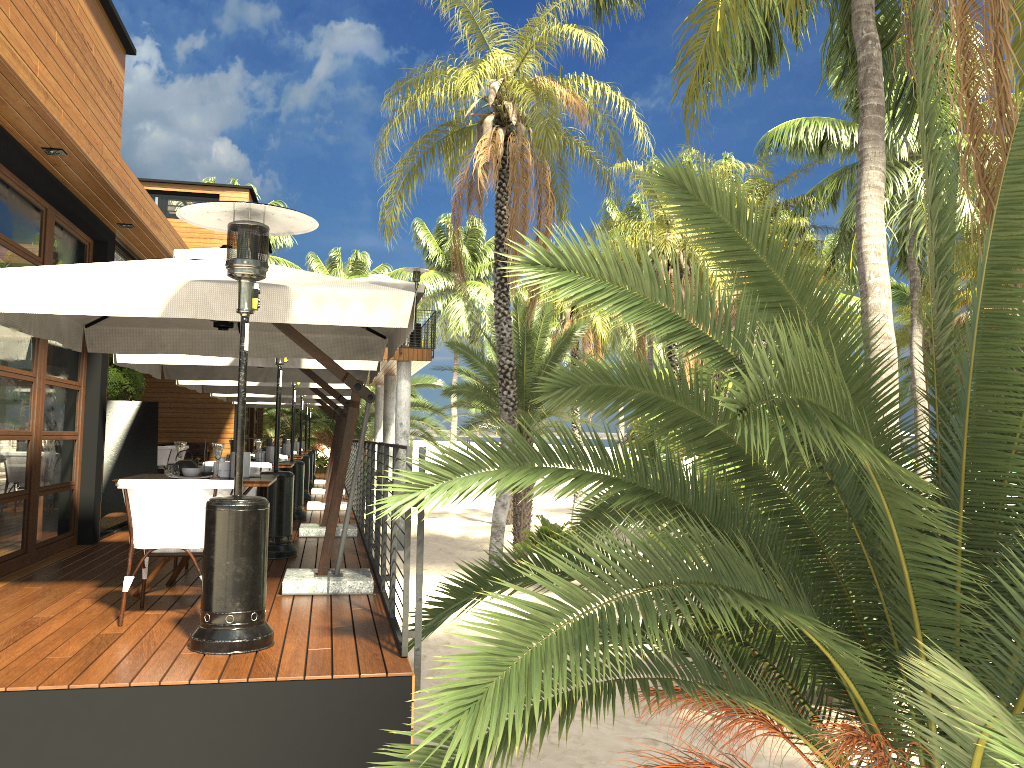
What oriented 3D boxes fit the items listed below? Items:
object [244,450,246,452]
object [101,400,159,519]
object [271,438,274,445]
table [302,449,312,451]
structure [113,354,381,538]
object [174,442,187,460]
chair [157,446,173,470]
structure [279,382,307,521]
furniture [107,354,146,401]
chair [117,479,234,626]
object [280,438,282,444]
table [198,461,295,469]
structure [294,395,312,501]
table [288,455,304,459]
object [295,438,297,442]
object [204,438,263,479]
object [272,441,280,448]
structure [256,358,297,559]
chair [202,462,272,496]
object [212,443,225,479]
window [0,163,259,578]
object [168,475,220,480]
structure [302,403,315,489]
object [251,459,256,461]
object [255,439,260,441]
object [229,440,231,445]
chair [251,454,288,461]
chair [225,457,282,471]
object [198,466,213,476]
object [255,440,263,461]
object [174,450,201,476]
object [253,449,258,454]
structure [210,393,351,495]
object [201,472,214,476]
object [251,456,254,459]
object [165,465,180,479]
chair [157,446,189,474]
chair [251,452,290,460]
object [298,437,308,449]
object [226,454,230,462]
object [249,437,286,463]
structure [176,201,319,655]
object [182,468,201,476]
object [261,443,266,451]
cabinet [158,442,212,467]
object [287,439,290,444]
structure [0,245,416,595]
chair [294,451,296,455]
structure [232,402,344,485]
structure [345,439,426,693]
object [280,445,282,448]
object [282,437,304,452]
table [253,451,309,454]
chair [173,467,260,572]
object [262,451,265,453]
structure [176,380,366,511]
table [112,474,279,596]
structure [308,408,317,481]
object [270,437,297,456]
[{"bbox_3d":[-2.853,0.724,9.214,0.168,0.179,0.163,2,-4,-13],"label":"object"},{"bbox_3d":[-4.350,0.880,9.799,0.768,1.399,0.770,3,-5,-27],"label":"object"},{"bbox_3d":[-4.335,1.097,16.007,0.082,0.227,0.082,2,-5,-11],"label":"object"},{"bbox_3d":[-4.800,1.774,19.096,0.931,0.750,0.930,2,-4,-12],"label":"table"},{"bbox_3d":[-2.666,0.408,9.304,2.413,2.336,2.410,2,-4,-12],"label":"structure"},{"bbox_3d":[-2.280,0.511,6.087,0.082,0.227,0.082,2,-5,-11],"label":"object"},{"bbox_3d":[-7.124,1.629,17.637,0.616,0.789,0.627,-2,-5,34],"label":"chair"},{"bbox_3d":[-2.719,0.577,11.004,0.699,2.196,0.698,3,-5,-24],"label":"structure"},{"bbox_3d":[-8.000,0.553,15.801,2.615,2.727,2.691,2,-4,-21],"label":"furniture"},{"bbox_3d":[-1.921,0.927,5.057,0.627,0.789,0.616,2,-4,-11],"label":"chair"},{"bbox_3d":[-5.026,1.293,19.341,0.082,0.227,0.082,2,-5,-11],"label":"object"},{"bbox_3d":[-2.743,1.188,9.169,0.931,0.750,0.930,2,-4,-12],"label":"table"},{"bbox_3d":[-3.393,0.769,14.255,0.699,2.196,0.698,3,-5,-24],"label":"structure"},{"bbox_3d":[-3.428,1.383,12.475,0.931,0.750,0.930,2,-4,-12],"label":"table"},{"bbox_3d":[-4.635,1.275,18.945,0.082,0.227,0.082,2,-5,-11],"label":"object"},{"bbox_3d":[-1.870,0.494,5.948,0.263,0.264,0.263,-2,-5,33],"label":"object"},{"bbox_3d":[-4.220,1.113,15.806,0.163,0.179,0.167,2,-4,-10],"label":"object"},{"bbox_3d":[-2.032,0.381,7.685,0.699,2.196,0.698,3,-5,-24],"label":"structure"},{"bbox_3d":[-2.609,1.123,8.380,0.627,0.789,0.616,2,-4,-11],"label":"chair"},{"bbox_3d":[-1.889,0.493,5.692,0.082,0.227,0.082,2,-5,-11],"label":"object"},{"bbox_3d":[-11.528,-6.815,21.522,14.480,17.990,38.385,4,-5,-34],"label":"window"},{"bbox_3d":[-1.982,0.587,5.549,0.294,0.025,0.170,2,-4,-12],"label":"object"},{"bbox_3d":[-4.068,0.961,17.516,0.699,2.196,0.698,3,-5,-24],"label":"structure"},{"bbox_3d":[-2.653,0.785,9.045,0.080,0.042,0.080,2,-4,-20],"label":"object"},{"bbox_3d":[-3.654,0.903,12.718,0.082,0.227,0.082,3,-5,-22],"label":"object"},{"bbox_3d":[-2.970,0.708,9.418,0.082,0.227,0.082,2,-5,-11],"label":"object"},{"bbox_3d":[-3.303,1.320,11.729,0.627,0.789,0.616,2,-4,-11],"label":"chair"},{"bbox_3d":[-2.899,1.213,9.902,0.627,0.789,0.616,2,-4,-11],"label":"chair"},{"bbox_3d":[-2.110,0.597,6.071,0.116,0.065,0.116,1,-4,-8],"label":"object"},{"bbox_3d":[-2.579,0.689,9.022,0.082,0.227,0.082,2,-5,-11],"label":"object"},{"bbox_3d":[-2.163,0.527,5.884,0.168,0.179,0.163,2,-4,-13],"label":"object"},{"bbox_3d":[-3.539,0.951,12.287,0.086,0.086,0.086,1,-4,-7],"label":"object"},{"bbox_3d":[-4.032,0.797,15.898,2.413,2.336,2.410,2,-4,-12],"label":"structure"},{"bbox_3d":[-1.963,0.589,5.715,0.080,0.042,0.080,2,-4,-20],"label":"object"},{"bbox_3d":[-2.800,0.794,9.402,0.116,0.065,0.116,1,-4,-8],"label":"object"},{"bbox_3d":[-2.165,0.560,5.657,0.086,0.086,0.086,1,-4,-7],"label":"object"},{"bbox_3d":[-7.226,1.700,18.809,0.627,0.789,0.616,-2,-5,34],"label":"chair"},{"bbox_3d":[-3.605,1.414,13.308,0.627,0.789,0.616,2,-4,-11],"label":"chair"},{"bbox_3d":[-4.615,1.276,19.201,0.263,0.264,0.263,-2,-5,33],"label":"object"},{"bbox_3d":[-2.855,0.756,8.987,0.086,0.086,0.086,1,-4,-7],"label":"object"},{"bbox_3d":[-2.559,0.691,9.278,0.263,0.264,0.263,-2,-5,33],"label":"object"},{"bbox_3d":[-1.363,0.191,4.457,0.699,2.196,0.698,3,-5,-24],"label":"structure"},{"bbox_3d":[-2.060,0.575,5.694,0.116,0.065,0.116,1,-4,-8],"label":"object"},{"bbox_3d":[-3.539,0.919,12.516,0.163,0.179,0.167,2,-4,-10],"label":"object"},{"bbox_3d":[-7.856,1.781,20.581,1.611,0.839,0.556,2,-4,-12],"label":"cabinet"},{"bbox_3d":[-3.944,1.078,15.612,0.082,0.227,0.082,2,-5,-11],"label":"object"},{"bbox_3d":[-1.983,0.213,6.007,2.413,2.336,2.410,2,-4,-12],"label":"structure"},{"bbox_3d":[-3.994,1.517,15.065,0.627,0.789,0.616,2,-4,-11],"label":"chair"},{"bbox_3d":[-4.715,0.992,19.195,2.413,2.336,2.410,2,-4,-12],"label":"structure"},{"bbox_3d":[-3.157,1.630,17.014,0.163,1.155,26.233,2,-4,-12],"label":"structure"},{"bbox_3d":[-4.911,1.342,18.910,0.086,0.086,0.086,2,-4,-11],"label":"object"},{"bbox_3d":[-3.925,1.079,15.867,0.263,0.264,0.263,-2,-5,33],"label":"object"},{"bbox_3d":[-4.113,1.578,15.782,0.931,0.750,0.930,2,-4,-12],"label":"table"},{"bbox_3d":[-2.221,1.020,6.626,0.627,0.789,0.616,2,-4,-11],"label":"chair"},{"bbox_3d":[-3.434,0.966,12.325,0.116,0.065,0.116,2,-4,-13],"label":"object"},{"bbox_3d":[-3.349,0.602,12.601,2.413,2.336,2.410,2,-4,-12],"label":"structure"},{"bbox_3d":[-2.058,0.993,5.863,0.931,0.750,0.930,2,-4,-12],"label":"table"},{"bbox_3d":[-4.745,1.154,20.785,0.699,2.196,0.698,3,-5,-24],"label":"structure"},{"bbox_3d":[-3.243,0.885,12.578,0.263,0.264,0.263,-2,-5,33],"label":"object"}]
